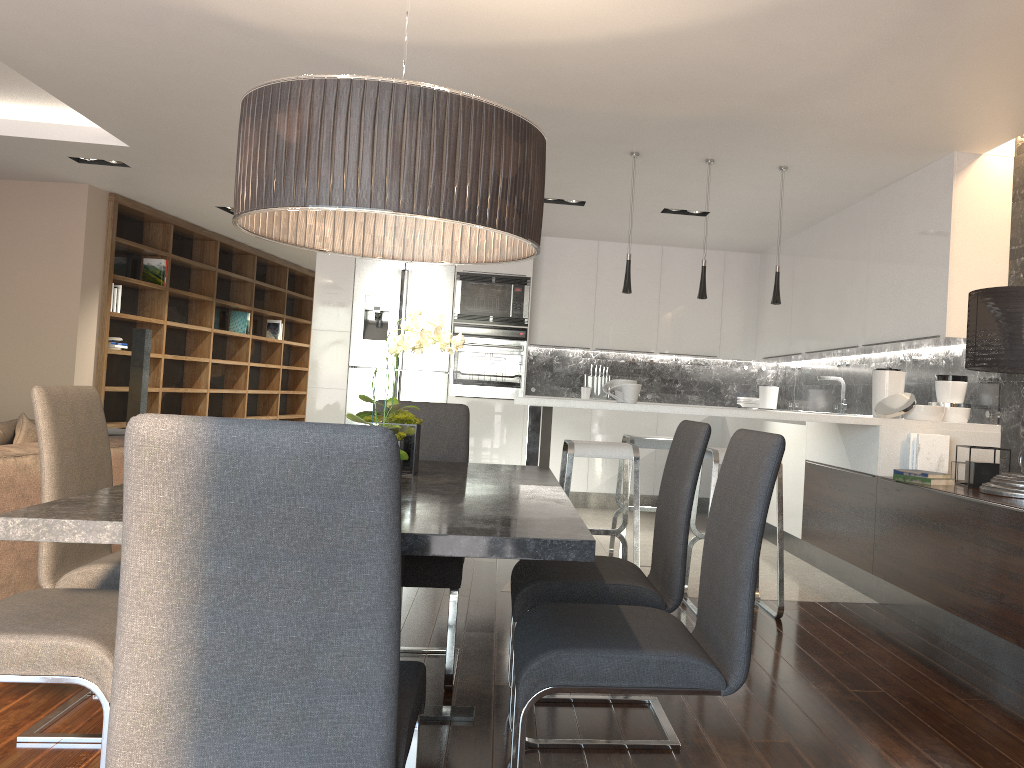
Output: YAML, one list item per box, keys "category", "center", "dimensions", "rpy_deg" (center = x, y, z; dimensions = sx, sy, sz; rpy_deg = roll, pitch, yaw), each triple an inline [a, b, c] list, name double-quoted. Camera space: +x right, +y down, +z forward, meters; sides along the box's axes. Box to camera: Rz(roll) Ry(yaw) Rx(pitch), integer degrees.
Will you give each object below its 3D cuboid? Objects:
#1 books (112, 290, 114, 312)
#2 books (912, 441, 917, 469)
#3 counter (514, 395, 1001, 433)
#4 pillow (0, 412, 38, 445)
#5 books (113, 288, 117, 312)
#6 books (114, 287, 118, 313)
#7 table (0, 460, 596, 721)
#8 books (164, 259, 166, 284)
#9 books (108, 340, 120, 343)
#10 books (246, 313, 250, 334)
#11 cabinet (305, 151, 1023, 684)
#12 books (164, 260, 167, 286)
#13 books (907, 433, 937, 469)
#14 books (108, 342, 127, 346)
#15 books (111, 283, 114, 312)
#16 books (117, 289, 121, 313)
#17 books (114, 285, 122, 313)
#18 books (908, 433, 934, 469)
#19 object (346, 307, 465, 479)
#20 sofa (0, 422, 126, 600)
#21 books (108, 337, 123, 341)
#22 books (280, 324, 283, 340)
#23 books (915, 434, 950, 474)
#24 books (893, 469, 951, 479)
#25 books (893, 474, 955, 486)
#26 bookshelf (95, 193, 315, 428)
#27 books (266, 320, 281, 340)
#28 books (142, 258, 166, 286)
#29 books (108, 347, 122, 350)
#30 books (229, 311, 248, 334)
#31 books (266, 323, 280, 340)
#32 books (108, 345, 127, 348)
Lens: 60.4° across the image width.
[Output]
- category: "books"
  center: [-3.481, -0.730, 7.521]
  dimensions: [0.150, 0.222, 0.023]
  rpy_deg: [3, -1, 3]
- category: "books"
  center: [2.229, 0.411, 4.731]
  dimensions: [0.157, 0.205, 0.020]
  rpy_deg: [4, -1, -7]
- category: "counter"
  center: [1.336, 0.184, 6.715]
  dimensions: [2.718, 0.041, 3.992]
  rpy_deg: [3, -1, -3]
- category: "pillow"
  center: [-2.726, 0.293, 4.250]
  dimensions: [1.114, 0.431, 1.988]
  rpy_deg: [4, -1, -41]
- category: "books"
  center: [-3.469, -0.722, 7.542]
  dimensions: [0.154, 0.205, 0.021]
  rpy_deg: [3, -1, 3]
- category: "books"
  center: [-3.482, -0.729, 7.593]
  dimensions: [0.150, 0.222, 0.023]
  rpy_deg: [3, -1, 3]
- category: "table"
  center: [-0.401, 0.642, 2.343]
  dimensions: [1.050, 0.760, 1.587]
  rpy_deg: [3, -1, -3]
- category: "books"
  center: [-3.359, -1.052, 8.299]
  dimensions: [0.177, 0.251, 0.024]
  rpy_deg: [3, -1, 3]
- category: "books"
  center: [-3.557, -0.377, 7.682]
  dimensions: [0.147, 0.023, 0.222]
  rpy_deg: [3, -1, 4]
- category: "books"
  center: [-3.113, -0.698, 10.105]
  dimensions: [0.192, 0.245, 0.028]
  rpy_deg: [3, -1, 3]
- category: "cabinet"
  center: [0.490, -0.151, 5.184]
  dimensions: [4.490, 2.501, 6.856]
  rpy_deg: [3, -1, -3]
- category: "books"
  center: [-3.355, -1.052, 8.322]
  dimensions: [0.177, 0.251, 0.024]
  rpy_deg: [3, -1, 3]
- category: "books"
  center: [2.245, 0.394, 4.799]
  dimensions: [0.177, 0.244, 0.019]
  rpy_deg: [4, -1, -7]
- category: "books"
  center: [-3.509, -0.352, 7.688]
  dimensions: [0.161, 0.023, 0.234]
  rpy_deg: [3, -1, 8]
- category: "books"
  center: [-3.482, -0.741, 7.478]
  dimensions: [0.173, 0.244, 0.019]
  rpy_deg: [3, -1, 3]
- category: "books"
  center: [-3.470, -0.721, 7.614]
  dimensions: [0.154, 0.205, 0.021]
  rpy_deg: [3, -1, 3]
- category: "books"
  center: [-3.484, -0.740, 7.634]
  dimensions: [0.173, 0.244, 0.019]
  rpy_deg: [3, -1, 3]
- category: "books"
  center: [2.228, 0.392, 4.754]
  dimensions: [0.177, 0.244, 0.019]
  rpy_deg: [4, -1, -7]
- category: "object"
  center: [-0.296, 0.017, 2.461]
  dimensions: [0.315, 0.501, 0.565]
  rpy_deg: [4, -1, -6]
- category: "sofa"
  center: [-3.268, 0.510, 3.794]
  dimensions: [2.712, 0.704, 2.507]
  rpy_deg: [3, -1, 6]
- category: "books"
  center: [-3.502, -0.395, 7.703]
  dimensions: [0.161, 0.020, 0.197]
  rpy_deg: [4, -1, -23]
- category: "books"
  center: [-2.970, -0.660, 11.076]
  dimensions: [0.154, 0.205, 0.021]
  rpy_deg: [3, -1, 3]
- category: "books"
  center: [2.251, 0.393, 4.712]
  dimensions: [0.177, 0.243, 0.023]
  rpy_deg: [4, -1, -7]
- category: "books"
  center: [2.090, 0.458, 4.484]
  dimensions: [0.174, 0.024, 0.218]
  rpy_deg: [4, -1, -24]
- category: "books"
  center: [2.097, 0.487, 4.479]
  dimensions: [0.188, 0.034, 0.232]
  rpy_deg: [4, -1, -25]
- category: "bookshelf"
  center: [-3.095, -0.312, 10.641]
  dimensions: [0.287, 2.491, 6.608]
  rpy_deg: [3, -1, 8]
- category: "books"
  center: [-2.983, -0.680, 11.011]
  dimensions: [0.173, 0.244, 0.019]
  rpy_deg: [3, -1, 3]
- category: "books"
  center: [-3.365, -1.050, 8.266]
  dimensions: [0.191, 0.248, 0.043]
  rpy_deg: [3, -1, 3]
- category: "books"
  center: [-3.508, -0.310, 7.701]
  dimensions: [0.161, 0.022, 0.197]
  rpy_deg: [4, -1, -23]
- category: "books"
  center: [-3.136, -0.707, 10.086]
  dimensions: [0.199, 0.260, 0.014]
  rpy_deg: [3, -1, 3]
- category: "books"
  center: [-2.984, -0.661, 10.990]
  dimensions: [0.154, 0.205, 0.022]
  rpy_deg: [3, -1, 3]
- category: "books"
  center: [-3.503, -0.330, 7.684]
  dimensions: [0.176, 0.019, 0.242]
  rpy_deg: [3, -1, -3]
